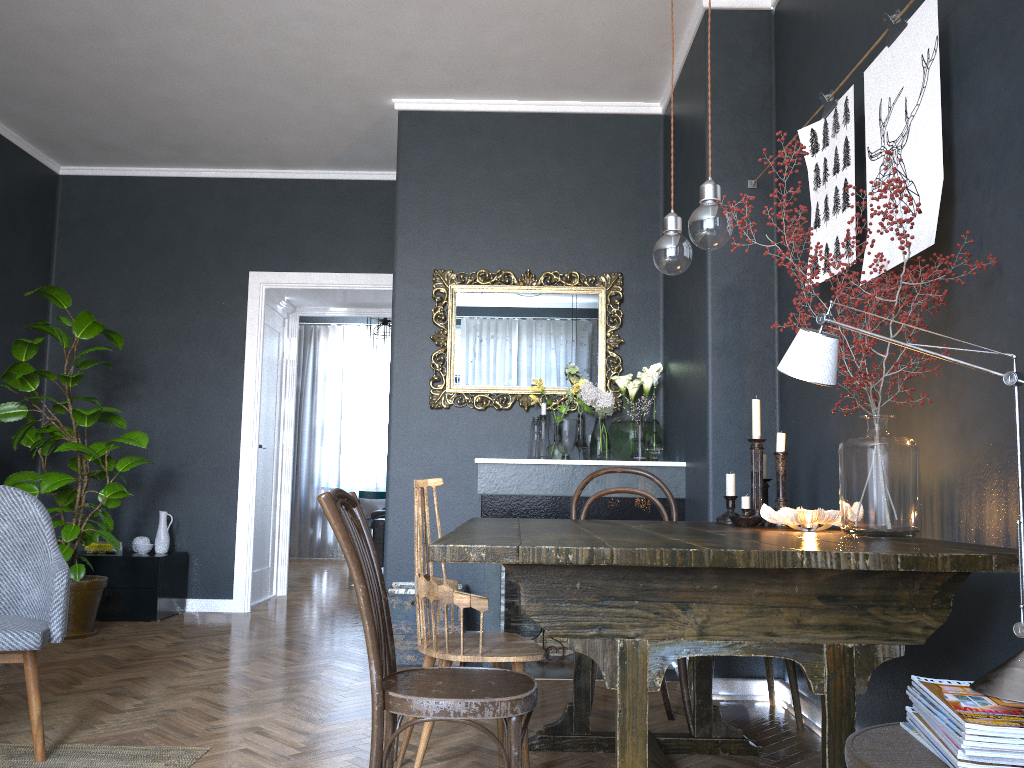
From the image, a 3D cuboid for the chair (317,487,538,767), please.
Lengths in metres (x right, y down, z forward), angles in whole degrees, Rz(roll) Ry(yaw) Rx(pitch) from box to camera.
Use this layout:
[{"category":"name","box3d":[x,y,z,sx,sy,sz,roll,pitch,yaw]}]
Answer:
[{"category":"chair","box3d":[-0.176,0.642,1.940,0.467,0.818,0.363,1,-6,0]}]

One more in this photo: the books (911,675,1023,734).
[{"category":"books","box3d":[0.727,0.460,1.277,0.218,0.013,0.305,0,-7,12]}]

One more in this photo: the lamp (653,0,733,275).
[{"category":"lamp","box3d":[-0.141,-1.086,2.651,1.591,1.571,0.584,-3,-7,31]}]

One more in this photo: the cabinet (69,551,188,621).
[{"category":"cabinet","box3d":[-2.451,1.259,5.558,0.650,0.389,0.457,1,-7,0]}]

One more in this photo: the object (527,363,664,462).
[{"category":"object","box3d":[0.436,0.136,4.589,0.727,0.546,0.475,1,-6,3]}]

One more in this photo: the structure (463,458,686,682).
[{"category":"structure","box3d":[0.309,0.873,4.350,1.065,0.979,0.835,1,-6,0]}]

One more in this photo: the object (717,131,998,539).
[{"category":"object","box3d":[0.879,-0.100,2.133,0.639,0.929,0.557,5,-7,-29]}]

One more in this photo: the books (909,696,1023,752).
[{"category":"books","box3d":[0.724,0.491,1.279,0.218,0.008,0.289,0,-7,11]}]

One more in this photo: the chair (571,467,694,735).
[{"category":"chair","box3d":[0.418,0.745,3.117,0.438,0.919,0.550,1,-6,3]}]

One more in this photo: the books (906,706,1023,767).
[{"category":"books","box3d":[0.721,0.513,1.283,0.218,0.013,0.305,0,-7,12]}]

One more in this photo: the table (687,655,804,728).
[{"category":"table","box3d":[0.860,1.086,3.342,0.364,0.317,0.370,1,-7,0]}]

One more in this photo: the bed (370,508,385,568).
[{"category":"bed","box3d":[-0.113,1.285,8.624,2.375,1.160,2.269,1,-7,0]}]

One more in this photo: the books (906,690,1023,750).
[{"category":"books","box3d":[0.721,0.484,1.278,0.218,0.008,0.305,0,-7,11]}]

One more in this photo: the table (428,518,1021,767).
[{"category":"table","box3d":[0.414,0.740,2.270,1.126,0.726,1.607,1,-7,0]}]

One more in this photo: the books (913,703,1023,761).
[{"category":"books","box3d":[0.728,0.502,1.283,0.218,0.008,0.289,-1,-7,13]}]

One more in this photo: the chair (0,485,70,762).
[{"category":"chair","box3d":[-1.661,0.702,2.620,0.645,0.810,0.495,4,-7,-21]}]

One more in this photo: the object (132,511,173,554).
[{"category":"object","box3d":[-2.315,0.938,5.625,0.228,0.267,0.229,-3,-8,34]}]

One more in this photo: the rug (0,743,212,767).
[{"category":"rug","box3d":[-1.442,1.013,1.784,1.003,0.013,2.014,1,-7,0]}]

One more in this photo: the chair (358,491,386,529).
[{"category":"chair","box3d":[-1.589,1.614,10.061,0.435,0.797,0.593,1,-6,0]}]

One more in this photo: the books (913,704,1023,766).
[{"category":"books","box3d":[0.727,0.508,1.282,0.218,0.008,0.289,-1,-7,13]}]

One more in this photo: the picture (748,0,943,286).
[{"category":"picture","box3d":[1.015,-0.766,1.564,0.058,0.769,4.465,1,-7,0]}]

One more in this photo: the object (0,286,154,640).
[{"category":"object","box3d":[-2.502,0.428,4.919,1.118,1.895,0.765,2,-6,-6]}]

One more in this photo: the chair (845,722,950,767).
[{"category":"chair","box3d":[0.760,0.525,1.257,0.549,0.919,0.438,1,-6,-2]}]

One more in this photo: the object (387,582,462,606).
[{"category":"object","box3d":[-0.423,1.108,4.409,0.370,0.246,0.534,1,-7,0]}]

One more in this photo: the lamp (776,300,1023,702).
[{"category":"lamp","box3d":[0.775,0.345,1.421,0.800,1.068,0.242,-5,-9,44]}]

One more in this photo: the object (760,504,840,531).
[{"category":"object","box3d":[0.803,0.361,2.392,0.252,0.072,0.254,0,-7,7]}]

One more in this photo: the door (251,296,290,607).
[{"category":"door","box3d":[-1.808,0.471,6.430,0.162,2.183,0.858,1,-6,0]}]

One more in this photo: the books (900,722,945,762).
[{"category":"books","box3d":[0.721,0.535,1.279,0.218,0.008,0.305,0,-7,7]}]

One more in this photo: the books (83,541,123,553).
[{"category":"books","box3d":[-2.589,1.034,5.615,0.215,0.065,0.162,2,-7,-4]}]

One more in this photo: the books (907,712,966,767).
[{"category":"books","box3d":[0.721,0.521,1.281,0.218,0.008,0.305,0,-7,12]}]

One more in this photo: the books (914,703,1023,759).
[{"category":"books","box3d":[0.726,0.495,1.275,0.218,0.006,0.305,0,-7,12]}]

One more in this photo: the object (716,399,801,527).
[{"category":"object","box3d":[0.785,0.246,2.871,0.223,0.419,0.369,1,-6,1]}]

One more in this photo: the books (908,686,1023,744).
[{"category":"books","box3d":[0.724,0.477,1.278,0.218,0.008,0.305,0,-7,11]}]

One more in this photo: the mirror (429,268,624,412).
[{"category":"mirror","box3d":[0.081,-0.241,4.839,1.056,0.783,0.067,1,-6,0]}]

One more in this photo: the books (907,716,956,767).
[{"category":"books","box3d":[0.721,0.529,1.282,0.218,0.007,0.305,0,-7,12]}]

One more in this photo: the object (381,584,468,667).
[{"category":"object","box3d":[-0.429,1.184,4.400,0.383,0.325,0.553,1,-7,0]}]

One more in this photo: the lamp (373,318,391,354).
[{"category":"lamp","box3d":[-1.292,-0.715,9.041,0.210,0.803,0.210,0,-6,14]}]

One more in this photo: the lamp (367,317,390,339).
[{"category":"lamp","box3d":[-1.295,-0.812,8.659,0.210,0.713,0.210,0,-6,14]}]

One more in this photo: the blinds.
[{"category":"blinds","box3d":[-1.013,0.682,10.573,3.992,2.784,0.313,1,-6,0]}]

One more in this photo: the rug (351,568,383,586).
[{"category":"rug","box3d":[-0.637,1.848,8.532,1.458,0.013,2.049,1,-7,0]}]

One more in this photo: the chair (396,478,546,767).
[{"category":"chair","box3d":[-0.119,0.709,2.591,0.384,0.855,0.456,3,-6,-15]}]

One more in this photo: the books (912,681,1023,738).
[{"category":"books","box3d":[0.728,0.469,1.278,0.218,0.008,0.305,0,-7,12]}]
